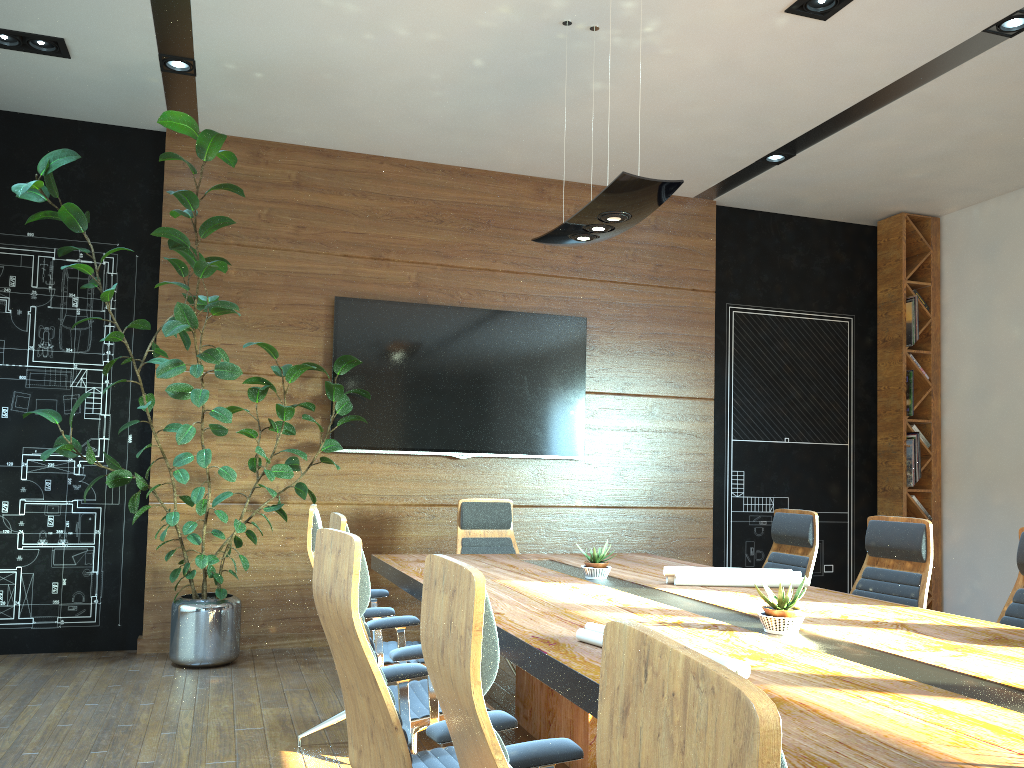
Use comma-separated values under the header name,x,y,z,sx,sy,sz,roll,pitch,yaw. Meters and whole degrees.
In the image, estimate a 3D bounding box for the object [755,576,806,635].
name,x,y,z,sx,sy,sz,roll,pitch,yaw
object,0.876,0.714,2.887,0.153,0.187,0.178,0,-5,22

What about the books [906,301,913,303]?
name,x,y,z,sx,sy,sz,roll,pitch,yaw
books,-0.296,-0.728,6.721,7.878,0.396,0.400,3,-5,-18

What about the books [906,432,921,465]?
name,x,y,z,sx,sy,sz,roll,pitch,yaw
books,-0.320,0.414,6.647,8.046,0.396,0.392,3,-5,-18

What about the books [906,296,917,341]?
name,x,y,z,sx,sy,sz,roll,pitch,yaw
books,-0.294,-0.774,6.718,7.972,0.394,0.398,3,-5,-18

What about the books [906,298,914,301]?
name,x,y,z,sx,sy,sz,roll,pitch,yaw
books,-0.296,-0.750,6.723,7.919,0.398,0.399,3,-5,-18

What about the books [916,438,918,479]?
name,x,y,z,sx,sy,sz,roll,pitch,yaw
books,-0.323,0.458,6.648,7.973,0.382,0.401,3,-5,-18

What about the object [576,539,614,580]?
name,x,y,z,sx,sy,sz,roll,pitch,yaw
object,0.405,0.849,4.299,0.153,0.187,0.178,4,-5,-30

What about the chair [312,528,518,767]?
name,x,y,z,sx,sy,sz,roll,pitch,yaw
chair,-0.203,0.976,2.488,0.697,1.124,0.708,3,-4,-26

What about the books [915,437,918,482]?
name,x,y,z,sx,sy,sz,roll,pitch,yaw
books,-0.322,0.458,6.646,7.965,0.388,0.399,3,-5,-18

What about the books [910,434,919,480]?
name,x,y,z,sx,sy,sz,roll,pitch,yaw
books,-0.321,0.436,6.645,8.003,0.396,0.388,3,-5,-18

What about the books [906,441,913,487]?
name,x,y,z,sx,sy,sz,roll,pitch,yaw
books,-0.325,0.497,6.651,7.875,0.397,0.398,3,-5,-18

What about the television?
name,x,y,z,sx,sy,sz,roll,pitch,yaw
television,-0.377,-0.006,6.894,2.031,1.177,0.075,3,-4,-18

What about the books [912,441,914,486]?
name,x,y,z,sx,sy,sz,roll,pitch,yaw
books,-0.323,0.493,6.644,7.884,0.395,0.398,3,-5,-18

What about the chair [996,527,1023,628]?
name,x,y,z,sx,sy,sz,roll,pitch,yaw
chair,1.891,1.124,3.443,0.696,1.124,0.708,2,-4,-15

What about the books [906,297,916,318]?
name,x,y,z,sx,sy,sz,roll,pitch,yaw
books,-0.293,-0.763,6.714,7.948,0.397,0.392,3,-5,-18

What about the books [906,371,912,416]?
name,x,y,z,sx,sy,sz,roll,pitch,yaw
books,-0.311,-0.113,6.687,7.874,0.389,0.399,3,-5,-18

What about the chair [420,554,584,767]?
name,x,y,z,sx,sy,sz,roll,pitch,yaw
chair,0.173,0.903,1.702,0.696,1.124,0.708,3,-4,-17

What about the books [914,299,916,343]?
name,x,y,z,sx,sy,sz,roll,pitch,yaw
books,-0.293,-0.750,6.714,7.938,0.380,0.397,3,-5,-18

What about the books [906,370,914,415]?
name,x,y,z,sx,sy,sz,roll,pitch,yaw
books,-0.309,-0.121,6.681,7.888,0.394,0.399,3,-5,-18

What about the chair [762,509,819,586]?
name,x,y,z,sx,sy,sz,roll,pitch,yaw
chair,1.346,1.277,5.048,0.696,1.124,0.708,3,-4,-18

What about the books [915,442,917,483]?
name,x,y,z,sx,sy,sz,roll,pitch,yaw
books,-0.323,0.470,6.646,7.947,0.382,0.401,3,-5,-18

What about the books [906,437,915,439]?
name,x,y,z,sx,sy,sz,roll,pitch,yaw
books,-0.324,0.461,6.652,7.956,0.396,0.399,3,-5,-18

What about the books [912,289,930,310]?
name,x,y,z,sx,sy,sz,roll,pitch,yaw
books,-0.309,0.260,6.630,8.422,2.640,0.161,3,-4,-18

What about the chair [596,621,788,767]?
name,x,y,z,sx,sy,sz,roll,pitch,yaw
chair,0.447,0.825,0.879,0.696,1.124,0.708,2,-4,-11

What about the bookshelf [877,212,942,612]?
name,x,y,z,sx,sy,sz,roll,pitch,yaw
bookshelf,-0.325,0.118,6.699,8.632,3.680,0.320,3,-4,-18

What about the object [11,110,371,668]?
name,x,y,z,sx,sy,sz,roll,pitch,yaw
object,-2.133,0.155,5.885,1.681,3.358,2.043,0,-4,24

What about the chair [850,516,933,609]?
name,x,y,z,sx,sy,sz,roll,pitch,yaw
chair,1.609,1.199,4.232,0.696,1.124,0.708,3,-4,-22

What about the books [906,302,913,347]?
name,x,y,z,sx,sy,sz,roll,pitch,yaw
books,-0.295,-0.722,6.714,7.869,0.389,0.399,3,-5,-18

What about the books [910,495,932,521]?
name,x,y,z,sx,sy,sz,roll,pitch,yaw
books,-0.330,0.877,6.615,8.429,0.220,0.234,3,-5,-18

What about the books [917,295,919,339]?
name,x,y,z,sx,sy,sz,roll,pitch,yaw
books,-0.293,-0.788,6.717,8.005,0.389,0.398,3,-5,-18

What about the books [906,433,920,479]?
name,x,y,z,sx,sy,sz,roll,pitch,yaw
books,-0.320,0.428,6.643,8.012,0.400,0.387,3,-5,-18

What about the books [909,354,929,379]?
name,x,y,z,sx,sy,sz,roll,pitch,yaw
books,-0.310,-0.362,6.714,8.422,0.230,0.239,3,-5,-18

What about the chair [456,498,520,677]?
name,x,y,z,sx,sy,sz,roll,pitch,yaw
chair,-0.070,1.311,5.698,0.707,1.124,0.697,3,-4,-22

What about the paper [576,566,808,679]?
name,x,y,z,sx,sy,sz,roll,pitch,yaw
paper,0.684,0.795,3.240,0.628,0.083,2.249,-1,-6,22

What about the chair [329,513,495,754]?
name,x,y,z,sx,sy,sz,roll,pitch,yaw
chair,-0.372,1.066,3.399,0.696,1.124,0.708,3,-4,-17

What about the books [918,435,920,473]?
name,x,y,z,sx,sy,sz,roll,pitch,yaw
books,-0.322,0.427,6.649,8.028,0.387,0.391,3,-5,-18

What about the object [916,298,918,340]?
name,x,y,z,sx,sy,sz,roll,pitch,yaw
object,-0.295,-0.779,6.724,7.988,0.389,0.398,3,-5,-18

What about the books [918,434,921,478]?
name,x,y,z,sx,sy,sz,roll,pitch,yaw
books,-0.321,0.426,6.647,8.037,0.380,0.397,3,-5,-18

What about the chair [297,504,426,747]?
name,x,y,z,sx,sy,sz,roll,pitch,yaw
chair,-0.648,1.145,4.218,0.696,1.124,0.708,2,-4,-10

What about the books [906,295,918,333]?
name,x,y,z,sx,sy,sz,roll,pitch,yaw
books,-0.294,-0.785,6.720,7.997,0.392,0.398,3,-5,-18

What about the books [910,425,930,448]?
name,x,y,z,sx,sy,sz,roll,pitch,yaw
books,-0.310,0.250,6.637,8.426,0.208,0.176,3,-5,-18

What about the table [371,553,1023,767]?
name,x,y,z,sx,sy,sz,roll,pitch,yaw
table,0.871,1.199,2.851,1.786,0.794,5.557,3,-6,-18

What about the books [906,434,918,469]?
name,x,y,z,sx,sy,sz,roll,pitch,yaw
books,-0.321,0.442,6.644,7.982,0.402,0.392,3,-5,-18

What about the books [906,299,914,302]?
name,x,y,z,sx,sy,sz,roll,pitch,yaw
books,-0.296,-0.743,6.720,7.910,0.395,0.399,3,-5,-18
